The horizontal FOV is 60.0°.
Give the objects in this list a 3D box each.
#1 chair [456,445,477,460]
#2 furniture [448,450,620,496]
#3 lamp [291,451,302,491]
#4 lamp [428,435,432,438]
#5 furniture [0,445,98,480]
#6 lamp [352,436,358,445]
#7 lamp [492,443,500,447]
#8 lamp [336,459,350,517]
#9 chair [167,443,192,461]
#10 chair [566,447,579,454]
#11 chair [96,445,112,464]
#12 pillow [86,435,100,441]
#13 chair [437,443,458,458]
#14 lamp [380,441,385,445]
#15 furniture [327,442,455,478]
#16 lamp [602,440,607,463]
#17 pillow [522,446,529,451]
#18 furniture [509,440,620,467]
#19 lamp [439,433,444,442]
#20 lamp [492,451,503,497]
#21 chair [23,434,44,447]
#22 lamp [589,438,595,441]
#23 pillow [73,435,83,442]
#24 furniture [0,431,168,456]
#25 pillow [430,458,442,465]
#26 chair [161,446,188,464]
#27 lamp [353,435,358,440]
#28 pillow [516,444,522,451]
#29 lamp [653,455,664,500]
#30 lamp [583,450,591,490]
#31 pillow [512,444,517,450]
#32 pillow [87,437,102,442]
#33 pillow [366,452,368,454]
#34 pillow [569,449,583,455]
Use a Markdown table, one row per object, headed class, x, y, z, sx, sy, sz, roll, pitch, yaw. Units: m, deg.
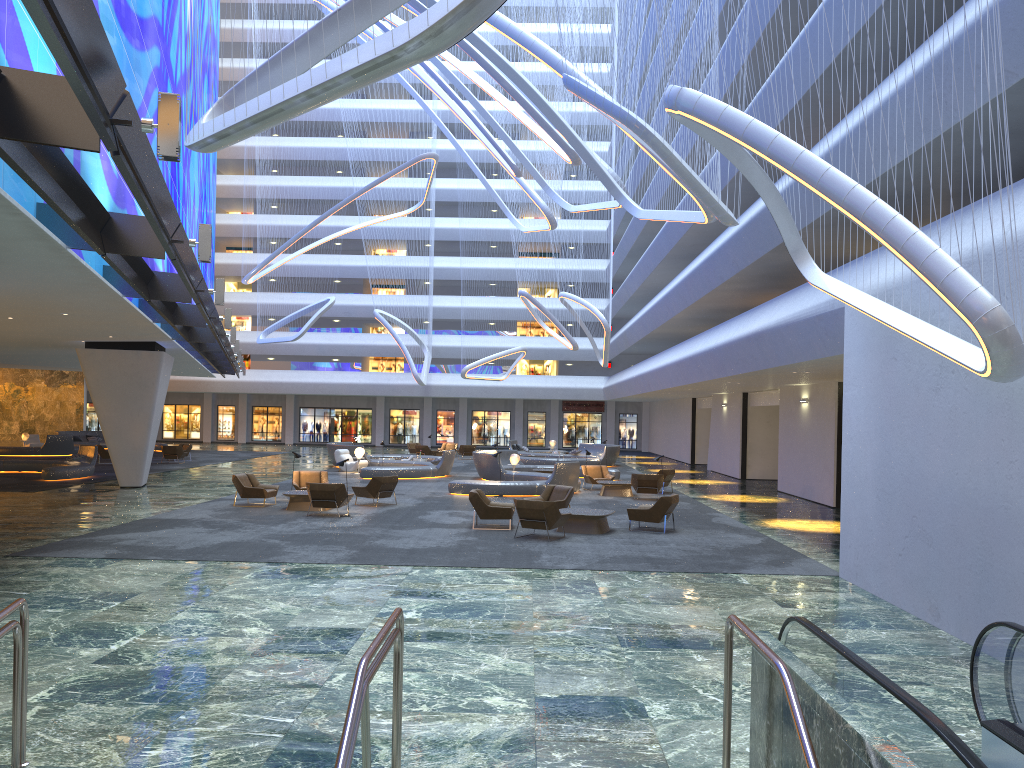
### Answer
| class | x | y | z | sx | sy | sz | roll | pitch | yaw |
| --- | --- | --- | --- | --- | --- | --- | --- | --- | --- |
| chair | -2.349 | 3.536 | 45.994 | 0.929 | 0.766 | 0.939 | 2 | -1 | -20 |
| furniture | 0.423 | 2.897 | 30.058 | 5.184 | 0.969 | 9.934 | 1 | -2 | 18 |
| lamp | -5.579 | 2.381 | 22.825 | 0.202 | 1.300 | 0.384 | 1 | 0 | 18 |
| lamp | -4.079 | 3.166 | 44.159 | 0.202 | 1.300 | 0.384 | 1 | 0 | -36 |
| furniture | -18.583 | 2.485 | 29.581 | 9.924 | 0.969 | 5.189 | 1 | -2 | 18 |
| lamp | -6.814 | 2.900 | 38.254 | 0.384 | 1.300 | 0.202 | 1 | 0 | -6 |
| lamp | -0.599 | 2.868 | 33.708 | 0.384 | 1.300 | 0.202 | 1 | 0 | 18 |
| lamp | -3.767 | 2.312 | 19.826 | 0.384 | 1.300 | 0.202 | 1 | 0 | 18 |
| chair | -14.840 | 3.049 | 39.555 | 0.929 | 0.766 | 0.939 | 0 | -2 | 40 |
| chair | 3.389 | 3.660 | 46.161 | 0.938 | 0.766 | 0.930 | 0 | -1 | 34 |
| chair | -16.779 | 2.912 | 36.821 | 0.939 | 0.766 | 0.929 | 2 | -1 | -28 |
| pillow | -23.062 | 2.986 | 48.809 | 0.317 | 0.366 | 0.775 | 0 | -2 | 43 |
| chair | -3.429 | 3.571 | 47.635 | 0.929 | 0.766 | 0.939 | 1 | -1 | 20 |
| lamp | -4.843 | 2.761 | 33.166 | 0.202 | 1.300 | 0.384 | 1 | 0 | -23 |
| furniture | -5.060 | 2.987 | 35.846 | 5.186 | 0.969 | 9.931 | 1 | -2 | -7 |
| lamp | 4.285 | 3.222 | 40.842 | 0.202 | 1.300 | 0.384 | 1 | 0 | -39 |
| pillow | 0.614 | 3.530 | 48.442 | 0.874 | 0.280 | 0.685 | 0 | -2 | 38 |
| furniture | 2.522 | 3.469 | 45.055 | 5.185 | 0.969 | 9.932 | 1 | -2 | -2 |
| lamp | -3.834 | 3.294 | 47.655 | 0.384 | 1.300 | 0.202 | 1 | 0 | -37 |
| lamp | -0.421 | 2.581 | 25.460 | 0.384 | 1.300 | 0.202 | 1 | 0 | 18 |
| chair | -23.884 | 2.970 | 44.260 | 0.729 | 0.882 | 1.157 | 2 | -2 | -45 |
| lamp | 4.079 | 3.361 | 44.896 | 0.384 | 1.300 | 0.202 | 1 | 0 | 1 |
| pillow | -23.592 | 2.940 | 47.919 | 0.315 | 0.386 | 0.785 | 1 | -2 | 18 |
| furniture | -22.233 | 2.957 | 45.076 | 5.184 | 0.969 | 9.934 | 1 | -2 | 18 |
| pillow | -2.622 | 2.901 | 33.175 | 0.692 | 0.262 | 0.878 | 1 | -2 | 10 |
| chair | -14.380 | 2.991 | 37.645 | 0.929 | 0.766 | 0.939 | 1 | -1 | -1 |
| lamp | -7.208 | 2.976 | 40.635 | 0.202 | 1.300 | 0.384 | 1 | 0 | -45 |
| pillow | 0.403 | 3.424 | 48.155 | 0.315 | 0.386 | 0.785 | 1 | -2 | 17 |
| lamp | 4.206 | 2.671 | 25.293 | 0.384 | 1.300 | 0.202 | 1 | 0 | 18 |
| lamp | 2.394 | 2.739 | 28.292 | 0.202 | 1.300 | 0.384 | 1 | 0 | 18 |
| pillow | 0.194 | 3.443 | 48.124 | 0.295 | 0.368 | 0.769 | 1 | -2 | 14 |
| pillow | -22.955 | 3.026 | 48.644 | 0.692 | 0.262 | 0.877 | 1 | -2 | -8 |
| pillow | -6.753 | 3.111 | 39.733 | 0.443 | 0.207 | 0.444 | 2 | -2 | -37 |
| pillow | 3.214 | 3.433 | 44.810 | 0.693 | 0.262 | 0.877 | 3 | -2 | -37 |
